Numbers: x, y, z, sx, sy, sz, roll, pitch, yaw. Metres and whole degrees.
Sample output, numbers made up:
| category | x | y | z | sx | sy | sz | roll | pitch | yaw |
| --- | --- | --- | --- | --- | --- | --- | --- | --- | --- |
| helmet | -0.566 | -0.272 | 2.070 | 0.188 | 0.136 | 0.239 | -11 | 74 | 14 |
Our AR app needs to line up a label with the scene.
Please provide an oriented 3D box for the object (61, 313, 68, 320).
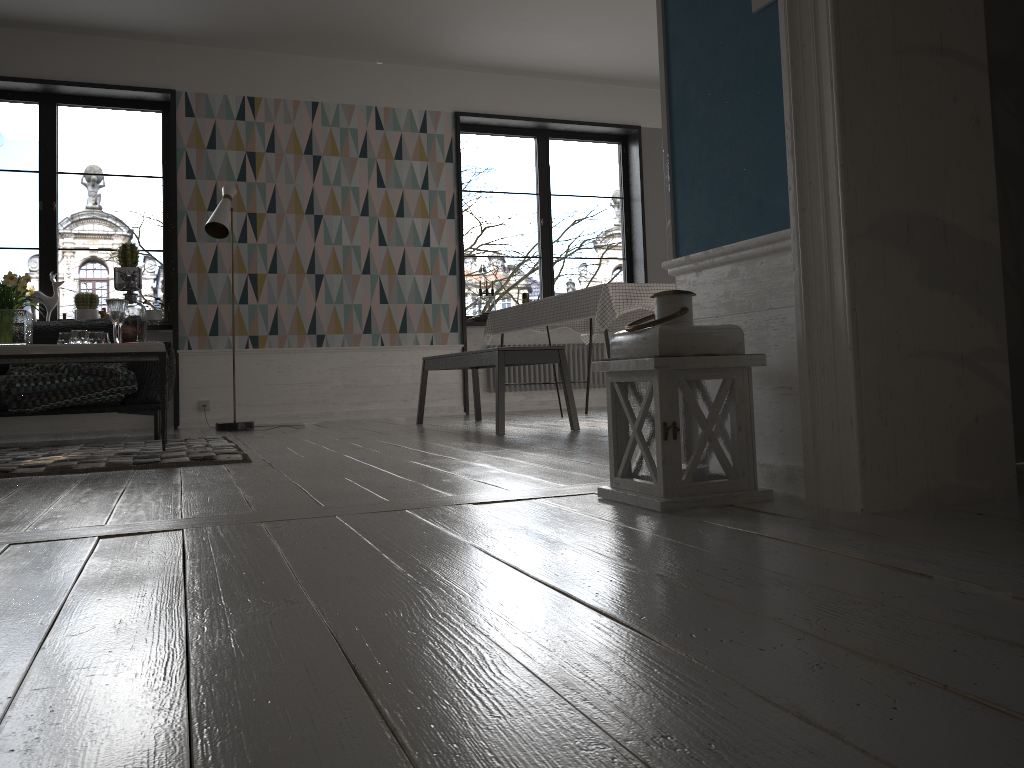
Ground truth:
| category | x | y | z | sx | sy | sz | roll | pitch | yaw |
| --- | --- | --- | --- | --- | --- | --- | --- | --- | --- |
| object | -3.333 | -0.477 | 6.589 | 0.123 | 0.099 | 0.122 | -2 | -1 | 2 |

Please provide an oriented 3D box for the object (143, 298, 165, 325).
| category | x | y | z | sx | sy | sz | roll | pitch | yaw |
| --- | --- | --- | --- | --- | --- | --- | --- | --- | --- |
| object | -2.735 | -0.553 | 6.741 | 0.171 | 0.204 | 0.246 | -1 | -1 | -18 |

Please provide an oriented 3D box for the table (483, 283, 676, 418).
| category | x | y | z | sx | sy | sz | roll | pitch | yaw |
| --- | --- | --- | --- | --- | --- | --- | --- | --- | --- |
| table | 0.564 | -0.159 | 5.736 | 0.932 | 0.786 | 2.020 | -2 | 0 | -21 |

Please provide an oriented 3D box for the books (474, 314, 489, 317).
| category | x | y | z | sx | sy | sz | roll | pitch | yaw |
| --- | --- | --- | --- | --- | --- | --- | --- | --- | --- |
| books | -0.217 | -0.595 | 7.780 | 0.198 | 0.022 | 0.162 | -2 | 0 | -20 |

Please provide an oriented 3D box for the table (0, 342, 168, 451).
| category | x | y | z | sx | sy | sz | roll | pitch | yaw |
| --- | --- | --- | --- | --- | --- | --- | --- | --- | --- |
| table | -2.358 | 0.095 | 4.060 | 1.456 | 0.513 | 0.730 | -2 | -1 | -21 |

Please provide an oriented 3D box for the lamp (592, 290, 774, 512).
| category | x | y | z | sx | sy | sz | roll | pitch | yaw |
| --- | --- | --- | --- | --- | --- | --- | --- | --- | --- |
| lamp | 0.380 | 0.023 | 2.033 | 0.287 | 0.479 | 0.286 | -1 | -3 | -22 |

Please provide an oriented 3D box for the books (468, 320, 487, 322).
| category | x | y | z | sx | sy | sz | roll | pitch | yaw |
| --- | --- | --- | --- | --- | --- | --- | --- | --- | --- |
| books | -0.248 | -0.548 | 7.769 | 0.268 | 0.011 | 0.161 | -2 | 0 | -18 |

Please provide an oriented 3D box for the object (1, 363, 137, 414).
| category | x | y | z | sx | sy | sz | roll | pitch | yaw |
| --- | --- | --- | --- | --- | --- | --- | --- | --- | --- |
| object | -2.558 | -0.017 | 5.130 | 0.667 | 0.330 | 0.489 | -2 | -1 | -26 |

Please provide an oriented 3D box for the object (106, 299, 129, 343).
| category | x | y | z | sx | sy | sz | roll | pitch | yaw |
| --- | --- | --- | --- | --- | --- | --- | --- | --- | --- |
| object | -1.906 | -0.292 | 4.276 | 0.082 | 0.228 | 0.167 | -1 | -2 | -9 |

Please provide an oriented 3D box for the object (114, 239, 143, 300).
| category | x | y | z | sx | sy | sz | roll | pitch | yaw |
| --- | --- | --- | --- | --- | --- | --- | --- | --- | --- |
| object | -2.914 | -0.780 | 6.718 | 0.228 | 0.673 | 0.235 | -5 | -4 | 40 |

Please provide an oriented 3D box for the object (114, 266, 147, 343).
| category | x | y | z | sx | sy | sz | roll | pitch | yaw |
| --- | --- | --- | --- | --- | --- | --- | --- | --- | --- |
| object | -1.935 | -0.390 | 4.496 | 0.148 | 0.419 | 0.155 | -2 | -3 | -1 |

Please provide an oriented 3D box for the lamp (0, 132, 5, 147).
| category | x | y | z | sx | sy | sz | roll | pitch | yaw |
| --- | --- | --- | --- | --- | --- | --- | --- | --- | --- |
| lamp | -1.950 | -1.906 | 3.824 | 1.392 | 1.542 | 0.074 | -3 | -4 | 38 |

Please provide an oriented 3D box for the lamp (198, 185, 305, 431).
| category | x | y | z | sx | sy | sz | roll | pitch | yaw |
| --- | --- | --- | --- | --- | --- | --- | --- | --- | --- |
| lamp | -1.891 | -0.537 | 6.416 | 0.680 | 1.709 | 1.242 | -1 | -3 | -23 |

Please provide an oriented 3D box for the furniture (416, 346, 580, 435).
| category | x | y | z | sx | sy | sz | roll | pitch | yaw |
| --- | --- | --- | --- | --- | --- | --- | --- | --- | --- |
| furniture | -0.156 | 0.034 | 5.417 | 0.466 | 0.457 | 1.665 | -1 | 0 | -21 |

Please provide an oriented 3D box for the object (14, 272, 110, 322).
| category | x | y | z | sx | sy | sz | roll | pitch | yaw |
| --- | --- | --- | --- | --- | --- | --- | --- | --- | --- |
| object | -3.352 | -0.627 | 6.602 | 0.662 | 0.411 | 0.134 | -2 | -3 | -20 |

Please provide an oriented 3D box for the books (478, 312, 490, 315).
| category | x | y | z | sx | sy | sz | roll | pitch | yaw |
| --- | --- | --- | --- | --- | --- | --- | --- | --- | --- |
| books | -0.212 | -0.616 | 7.779 | 0.153 | 0.017 | 0.123 | -2 | 0 | -19 |

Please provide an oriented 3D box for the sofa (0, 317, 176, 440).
| category | x | y | z | sx | sy | sz | roll | pitch | yaw |
| --- | --- | --- | --- | --- | --- | --- | --- | --- | --- |
| sofa | -3.228 | -0.017 | 5.188 | 2.341 | 0.801 | 0.967 | -2 | -1 | -21 |

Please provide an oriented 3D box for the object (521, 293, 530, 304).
| category | x | y | z | sx | sy | sz | roll | pitch | yaw |
| --- | --- | --- | --- | --- | --- | --- | --- | --- | --- |
| object | 0.068 | -0.683 | 7.889 | 0.194 | 0.258 | 0.114 | -2 | -3 | -11 |

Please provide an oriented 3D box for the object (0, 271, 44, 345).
| category | x | y | z | sx | sy | sz | roll | pitch | yaw |
| --- | --- | --- | --- | --- | --- | --- | --- | --- | --- |
| object | -2.377 | -0.338 | 4.112 | 0.352 | 0.352 | 0.324 | -1 | -2 | -19 |

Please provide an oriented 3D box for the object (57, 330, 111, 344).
| category | x | y | z | sx | sy | sz | roll | pitch | yaw |
| --- | --- | --- | --- | --- | --- | --- | --- | --- | --- |
| object | -2.074 | -0.214 | 4.354 | 0.246 | 0.087 | 0.278 | -2 | 0 | -43 |

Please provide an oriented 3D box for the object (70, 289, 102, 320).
| category | x | y | z | sx | sy | sz | roll | pitch | yaw |
| --- | --- | --- | --- | --- | --- | --- | --- | --- | --- |
| object | -3.220 | -0.575 | 6.698 | 0.213 | 0.284 | 0.234 | -4 | -3 | 43 |

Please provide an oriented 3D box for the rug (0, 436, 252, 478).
| category | x | y | z | sx | sy | sz | roll | pitch | yaw |
| --- | --- | --- | --- | --- | --- | --- | --- | --- | --- |
| rug | -2.505 | 0.342 | 3.818 | 2.527 | 0.034 | 1.765 | -2 | 0 | -21 |

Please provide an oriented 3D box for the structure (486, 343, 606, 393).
| category | x | y | z | sx | sy | sz | roll | pitch | yaw |
| --- | --- | --- | --- | --- | --- | --- | --- | --- | --- |
| structure | 0.335 | -0.154 | 8.106 | 1.223 | 0.430 | 0.148 | -2 | -3 | -23 |

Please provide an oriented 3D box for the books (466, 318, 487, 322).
| category | x | y | z | sx | sy | sz | roll | pitch | yaw |
| --- | --- | --- | --- | --- | --- | --- | --- | --- | --- |
| books | -0.249 | -0.563 | 7.777 | 0.271 | 0.019 | 0.183 | -2 | 0 | -21 |
